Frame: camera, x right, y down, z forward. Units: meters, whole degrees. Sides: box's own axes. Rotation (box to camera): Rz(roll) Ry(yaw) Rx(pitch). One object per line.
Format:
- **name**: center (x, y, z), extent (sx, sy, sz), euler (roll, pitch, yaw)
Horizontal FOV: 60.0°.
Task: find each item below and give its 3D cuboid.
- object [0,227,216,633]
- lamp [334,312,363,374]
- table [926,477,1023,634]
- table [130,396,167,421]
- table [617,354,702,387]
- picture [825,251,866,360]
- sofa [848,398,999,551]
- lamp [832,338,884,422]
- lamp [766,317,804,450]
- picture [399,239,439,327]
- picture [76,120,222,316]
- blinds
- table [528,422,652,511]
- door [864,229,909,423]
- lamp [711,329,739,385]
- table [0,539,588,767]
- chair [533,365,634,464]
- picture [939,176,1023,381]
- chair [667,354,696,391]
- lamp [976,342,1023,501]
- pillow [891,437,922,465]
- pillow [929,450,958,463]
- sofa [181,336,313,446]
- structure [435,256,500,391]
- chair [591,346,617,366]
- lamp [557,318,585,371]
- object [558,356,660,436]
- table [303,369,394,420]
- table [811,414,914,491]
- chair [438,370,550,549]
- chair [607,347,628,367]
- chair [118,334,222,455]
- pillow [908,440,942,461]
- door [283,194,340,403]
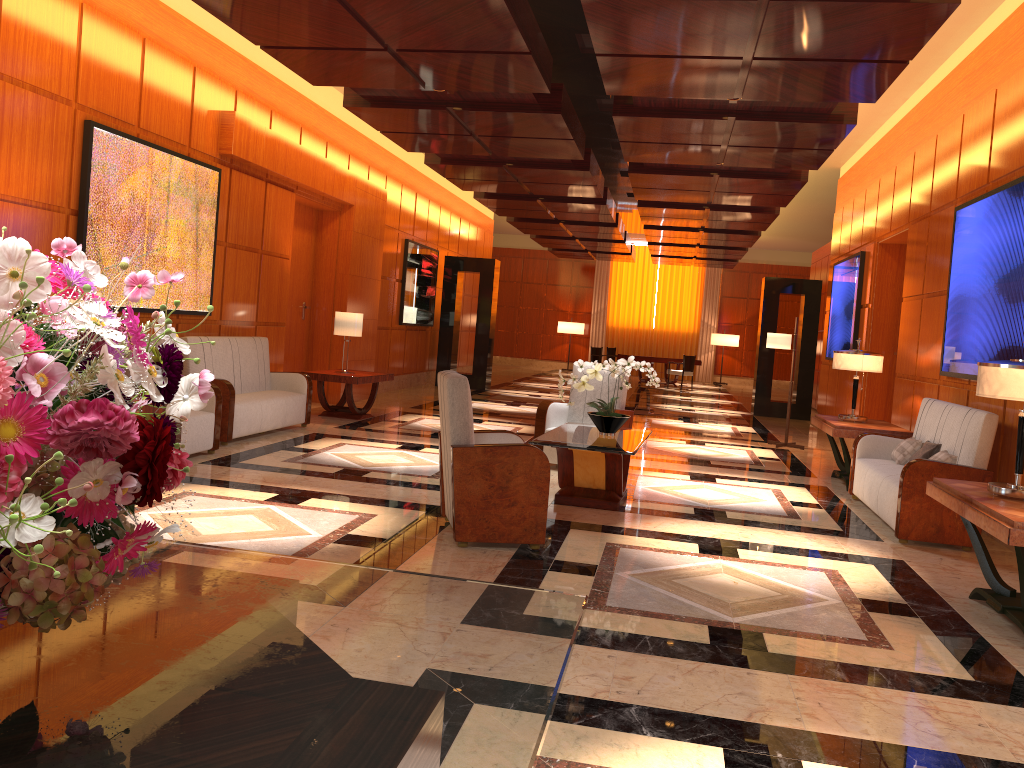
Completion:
- **object**: center (-0.747, 0.059, 1.134), extent (0.650, 0.657, 0.681), euler (5, 3, 1)
- **lamp**: center (1.188, 0.113, 5.272), extent (0.334, 0.733, 13.032), euler (3, 4, -30)
- **table**: center (2.560, 0.887, 4.323), extent (0.726, 0.606, 1.271), euler (5, 3, 10)
- **table**: center (-2.907, 0.383, 5.942), extent (0.725, 0.533, 1.169), euler (5, 3, 13)
- **table**: center (3.818, -0.332, 23.087), extent (2.105, 0.740, 0.785), euler (3, 3, -19)
- **picture**: center (4.652, -1.042, 12.427), extent (0.056, 1.450, 1.998), euler (5, 3, 10)
- **sofa**: center (3.088, 0.593, 6.779), extent (0.613, 0.931, 1.800), euler (5, 3, 11)
- **lamp**: center (3.315, -0.049, 8.538), extent (0.458, 0.793, 0.459), euler (3, 2, -28)
- **lamp**: center (3.471, -0.028, 11.274), extent (0.526, 1.659, 0.360), euler (5, 2, 0)
- **picture**: center (-1.646, -1.767, 15.907), extent (0.056, 1.450, 1.998), euler (5, 3, 10)
- **picture**: center (-3.124, -1.349, 7.779), extent (0.056, 1.450, 1.998), euler (5, 3, 10)
- **blinds**: center (4.407, -2.236, 27.507), extent (3.855, 4.060, 0.149), euler (5, 2, 10)
- **table**: center (0.619, 0.636, 6.697), extent (0.723, 0.495, 1.561), euler (5, 4, 13)
- **door**: center (4.450, -0.376, 10.171), extent (0.341, 2.648, 1.539), euler (5, 2, 10)
- **lamp**: center (6.334, -0.808, 26.530), extent (0.810, 1.659, 0.812), euler (3, 2, -40)
- **table**: center (-0.804, 0.760, 1.134), extent (1.601, 0.744, 1.602), euler (5, 3, 10)
- **chair**: center (0.684, 0.297, 8.199), extent (0.739, 0.960, 0.628), euler (6, 3, 29)
- **picture**: center (3.604, -0.744, 6.661), extent (0.056, 1.450, 1.998), euler (5, 3, 10)
- **chair**: center (4.265, -0.298, 22.169), extent (0.584, 0.893, 0.578), euler (3, 3, -37)
- **lamp**: center (2.572, 0.170, 4.451), extent (0.459, 0.809, 0.459), euler (5, 2, 19)
- **pillow**: center (3.212, 0.544, 7.218), extent (0.195, 0.226, 0.344), euler (5, 3, 15)
- **pillow**: center (3.047, 0.594, 6.352), extent (0.202, 0.229, 0.273), euler (5, 3, 13)
- **sofa**: center (-2.602, 0.016, 8.731), extent (0.613, 0.931, 1.800), euler (5, 3, 11)
- **structure**: center (-0.849, -1.170, 17.059), extent (0.986, 2.495, 0.500), euler (5, 2, 10)
- **chair**: center (2.331, -0.518, 23.188), extent (0.584, 0.893, 0.578), euler (3, 3, -42)
- **lamp**: center (1.779, -1.221, 27.354), extent (0.810, 1.659, 0.812), euler (3, 2, -40)
- **object**: center (0.740, 0.081, 6.789), extent (0.787, 0.616, 0.418), euler (4, 2, -13)
- **table**: center (-2.011, 0.129, 10.871), extent (0.725, 0.533, 1.169), euler (5, 3, 13)
- **table**: center (3.315, 0.673, 8.477), extent (0.726, 0.606, 1.271), euler (5, 3, 10)
- **chair**: center (-0.142, 0.422, 5.318), extent (0.628, 0.960, 0.739), euler (4, 2, -11)
- **chair**: center (2.864, -0.551, 24.329), extent (0.577, 0.893, 0.584), euler (6, 3, 38)
- **chair**: center (-2.779, 0.095, 7.121), extent (0.629, 0.960, 0.738), euler (5, 2, 9)
- **pillow**: center (3.162, 0.560, 6.786), extent (0.160, 0.252, 0.358), euler (5, 3, 7)
- **door**: center (-2.755, -1.028, 11.455), extent (0.341, 2.648, 1.501), euler (5, 2, 10)
